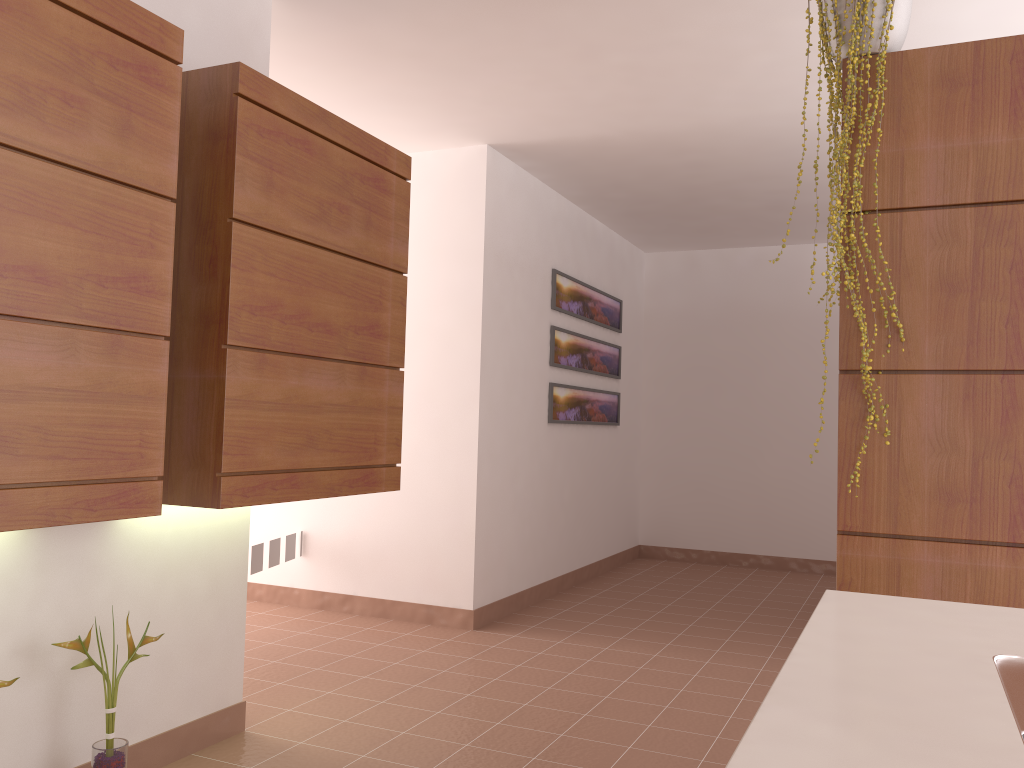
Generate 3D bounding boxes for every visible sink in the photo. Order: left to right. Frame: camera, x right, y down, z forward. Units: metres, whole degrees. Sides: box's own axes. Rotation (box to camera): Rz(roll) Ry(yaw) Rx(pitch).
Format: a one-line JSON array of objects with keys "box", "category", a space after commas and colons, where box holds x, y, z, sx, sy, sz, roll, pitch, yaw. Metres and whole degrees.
[{"box": [0.596, 0.286, 0.632, 0.404, 0.368, 0.668, 0, -3, 24], "category": "sink"}]

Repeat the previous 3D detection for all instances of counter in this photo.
[{"box": [0.414, 0.668, 0.229, 0.821, 0.800, 2.156, 0, -3, 24], "category": "counter"}]

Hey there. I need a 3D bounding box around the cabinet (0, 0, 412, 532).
[{"box": [-1.693, -0.351, 1.187, 0.754, 1.200, 4.718, 0, -3, 24], "category": "cabinet"}]

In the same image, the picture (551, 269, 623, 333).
[{"box": [0.539, -0.547, 6.080, 0.015, 0.248, 1.408, 0, -3, 24], "category": "picture"}]

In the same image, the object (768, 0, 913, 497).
[{"box": [0.862, -0.391, 2.260, 0.297, 1.344, 0.279, 2, -3, -16], "category": "object"}]

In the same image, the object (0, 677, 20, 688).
[{"box": [-1.209, 0.823, 1.860, 0.087, 0.546, 0.296, -1, -3, 40], "category": "object"}]

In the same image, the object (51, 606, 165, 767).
[{"box": [-1.027, 0.847, 2.266, 0.087, 0.546, 0.296, 0, -3, 25], "category": "object"}]

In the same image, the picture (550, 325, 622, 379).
[{"box": [0.529, -0.197, 6.064, 0.015, 0.248, 1.408, 0, -3, 24], "category": "picture"}]

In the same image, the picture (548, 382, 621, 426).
[{"box": [0.519, 0.152, 6.048, 0.015, 0.248, 1.408, 0, -3, 24], "category": "picture"}]
